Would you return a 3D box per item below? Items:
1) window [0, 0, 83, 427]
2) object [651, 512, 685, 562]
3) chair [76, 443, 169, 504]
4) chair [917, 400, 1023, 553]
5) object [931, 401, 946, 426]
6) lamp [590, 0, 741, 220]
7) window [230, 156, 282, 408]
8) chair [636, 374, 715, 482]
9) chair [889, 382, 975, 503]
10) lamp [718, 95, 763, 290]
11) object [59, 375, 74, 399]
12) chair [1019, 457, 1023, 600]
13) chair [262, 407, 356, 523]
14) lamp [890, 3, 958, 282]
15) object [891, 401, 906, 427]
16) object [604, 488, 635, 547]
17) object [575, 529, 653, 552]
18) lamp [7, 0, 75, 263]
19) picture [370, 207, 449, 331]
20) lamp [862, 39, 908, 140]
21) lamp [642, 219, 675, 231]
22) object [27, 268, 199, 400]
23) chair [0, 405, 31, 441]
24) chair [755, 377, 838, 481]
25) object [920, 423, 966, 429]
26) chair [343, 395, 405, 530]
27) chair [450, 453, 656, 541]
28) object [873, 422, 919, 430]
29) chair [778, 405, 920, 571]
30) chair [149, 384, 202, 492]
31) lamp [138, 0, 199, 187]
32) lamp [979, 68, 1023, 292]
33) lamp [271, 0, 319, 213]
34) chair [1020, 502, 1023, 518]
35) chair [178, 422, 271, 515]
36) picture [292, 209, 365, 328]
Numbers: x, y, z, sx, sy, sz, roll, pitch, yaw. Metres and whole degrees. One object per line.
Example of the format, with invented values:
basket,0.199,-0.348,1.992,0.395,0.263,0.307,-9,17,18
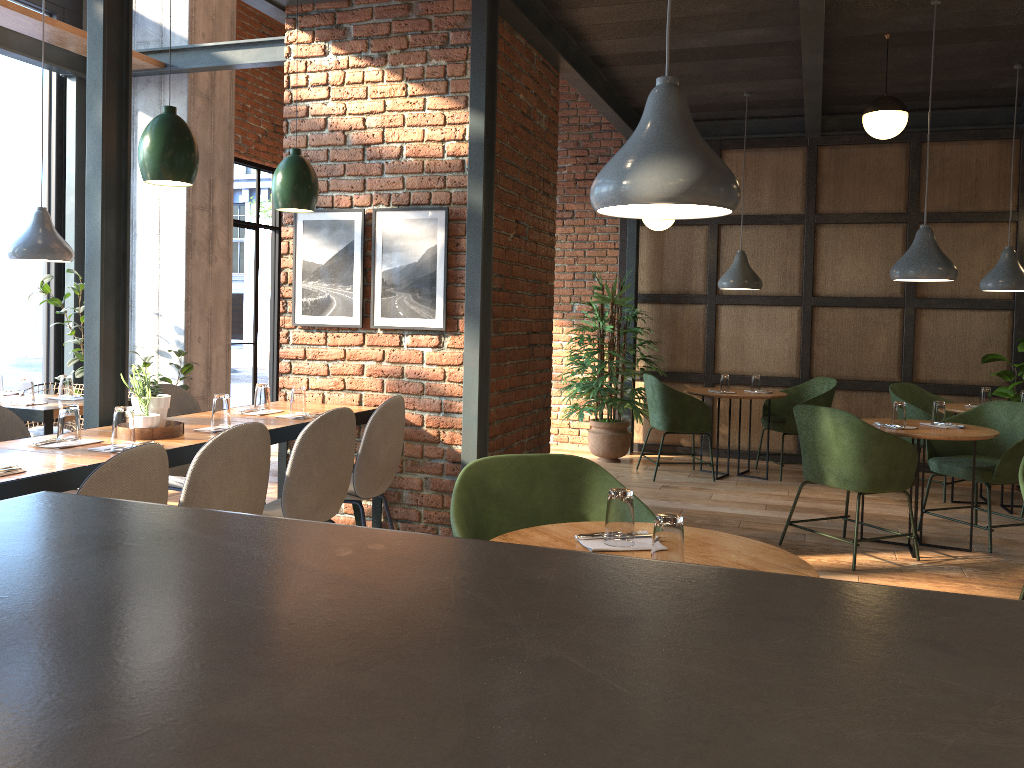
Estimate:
window,-4.640,-2.236,2.446,0.127,5.589,8.735,2,4,19
object,0.349,0.361,1.980,0.080,0.138,0.080,1,2,1
chair,-1.257,0.600,2.517,0.508,0.886,0.419,2,2,15
chair,2.823,0.518,5.277,0.515,0.817,0.640,0,3,-21
object,2.465,0.168,5.116,0.080,0.138,0.080,0,3,-34
lamp,0.415,-2.648,2.038,0.353,4.484,0.353,0,2,-36
window,-2.779,-0.782,8.134,0.097,2.696,2.139,2,3,19
chair,1.331,0.334,7.172,0.515,0.817,0.640,1,3,-6
chair,3.157,0.417,6.683,0.638,0.817,0.516,-1,3,-39
lamp,1.903,-3.008,7.117,0.353,4.484,0.353,0,2,-36
object,-2.640,0.015,5.249,0.080,0.138,0.080,1,2,-8
chair,2.290,0.651,3.401,0.639,0.817,0.516,2,3,19
chair,-0.904,0.523,3.609,0.508,0.886,0.418,3,2,26
lamp,2.394,-2.828,4.973,0.353,4.484,0.353,0,2,-36
object,2.193,0.169,5.020,0.080,0.138,0.080,0,3,-34
object,0.276,0.338,2.259,0.080,0.138,0.080,1,2,1
object,0.290,0.402,2.288,0.242,0.019,0.158,0,5,-12
lamp,-2.728,-2.968,5.171,0.353,4.484,0.353,0,2,-36
picture,-0.535,-0.599,4.608,0.430,0.630,0.015,2,2,19
lamp,2.415,-3.451,5.578,0.268,3.788,0.269,1,2,-2
lamp,1.164,-3.063,6.713,0.268,3.788,0.269,0,2,-28
object,-2.805,-0.032,6.176,0.860,1.495,0.898,3,3,38
chair,-1.822,0.523,3.324,0.508,0.886,0.419,2,2,15
chair,2.354,0.349,7.304,0.515,0.817,0.640,1,3,-6
object,2.492,0.236,5.104,0.157,0.019,0.243,0,5,-17
chair,-0.765,0.485,4.140,0.508,0.886,0.419,2,2,15
chair,0.117,0.656,2.664,0.638,0.817,0.516,1,3,-16
object,2.166,0.234,5.027,0.157,0.019,0.243,0,5,-17
chair,1.869,0.525,4.885,0.515,0.817,0.640,0,3,-26
chair,-1.531,0.454,4.304,0.508,0.886,0.418,3,2,25
lamp,-1.320,-1.793,3.437,0.224,2.019,0.224,2,2,22
lamp,3.547,-2.894,6.178,0.353,4.484,0.353,0,2,-36
lamp,-1.032,-1.851,4.280,0.224,2.019,0.224,2,2,22
chair,3.757,0.497,5.845,0.638,0.817,0.516,0,3,-34
chair,-1.111,0.560,3.073,0.508,0.886,0.419,3,2,25
picture,-0.990,-0.623,4.763,0.430,0.630,0.015,2,2,19
